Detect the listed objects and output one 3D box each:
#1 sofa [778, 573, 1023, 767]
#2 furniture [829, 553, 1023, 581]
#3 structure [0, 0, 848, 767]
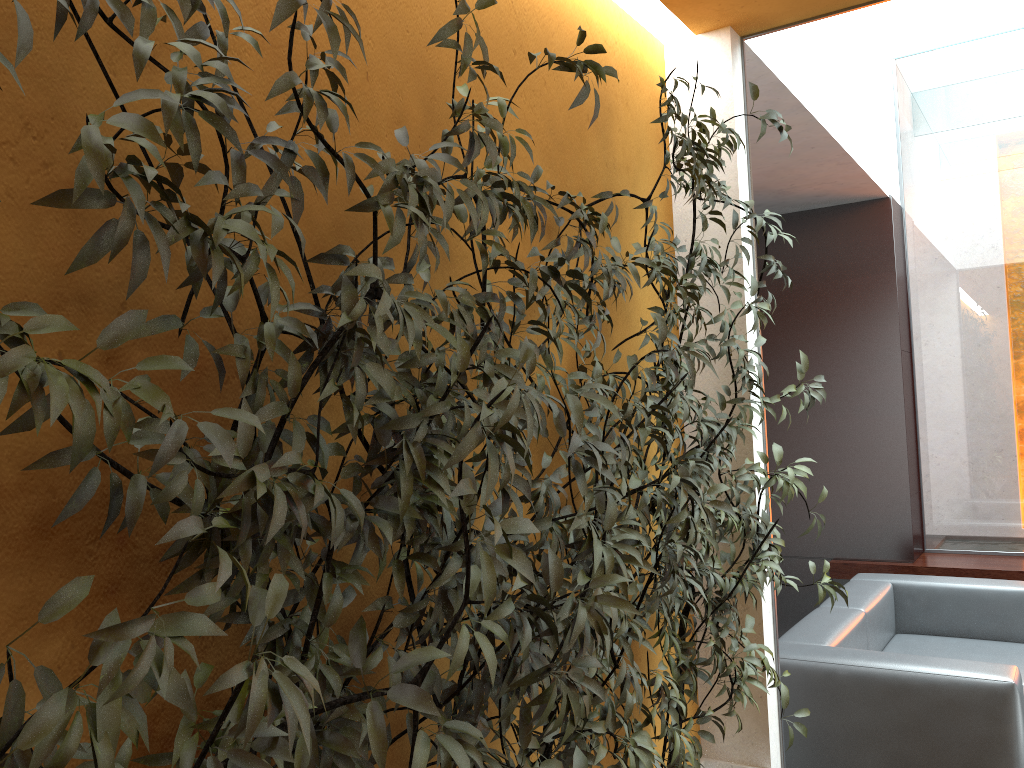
[{"bbox_3d":[1.898,1.377,4.122,0.943,0.652,2.025,-4,-3,32],"label":"sofa"},{"bbox_3d":[4.810,1.068,4.577,6.000,0.109,0.600,-4,-3,32],"label":"furniture"},{"bbox_3d":[0.061,0.188,1.788,0.622,2.483,3.166,-4,-3,31],"label":"structure"}]
